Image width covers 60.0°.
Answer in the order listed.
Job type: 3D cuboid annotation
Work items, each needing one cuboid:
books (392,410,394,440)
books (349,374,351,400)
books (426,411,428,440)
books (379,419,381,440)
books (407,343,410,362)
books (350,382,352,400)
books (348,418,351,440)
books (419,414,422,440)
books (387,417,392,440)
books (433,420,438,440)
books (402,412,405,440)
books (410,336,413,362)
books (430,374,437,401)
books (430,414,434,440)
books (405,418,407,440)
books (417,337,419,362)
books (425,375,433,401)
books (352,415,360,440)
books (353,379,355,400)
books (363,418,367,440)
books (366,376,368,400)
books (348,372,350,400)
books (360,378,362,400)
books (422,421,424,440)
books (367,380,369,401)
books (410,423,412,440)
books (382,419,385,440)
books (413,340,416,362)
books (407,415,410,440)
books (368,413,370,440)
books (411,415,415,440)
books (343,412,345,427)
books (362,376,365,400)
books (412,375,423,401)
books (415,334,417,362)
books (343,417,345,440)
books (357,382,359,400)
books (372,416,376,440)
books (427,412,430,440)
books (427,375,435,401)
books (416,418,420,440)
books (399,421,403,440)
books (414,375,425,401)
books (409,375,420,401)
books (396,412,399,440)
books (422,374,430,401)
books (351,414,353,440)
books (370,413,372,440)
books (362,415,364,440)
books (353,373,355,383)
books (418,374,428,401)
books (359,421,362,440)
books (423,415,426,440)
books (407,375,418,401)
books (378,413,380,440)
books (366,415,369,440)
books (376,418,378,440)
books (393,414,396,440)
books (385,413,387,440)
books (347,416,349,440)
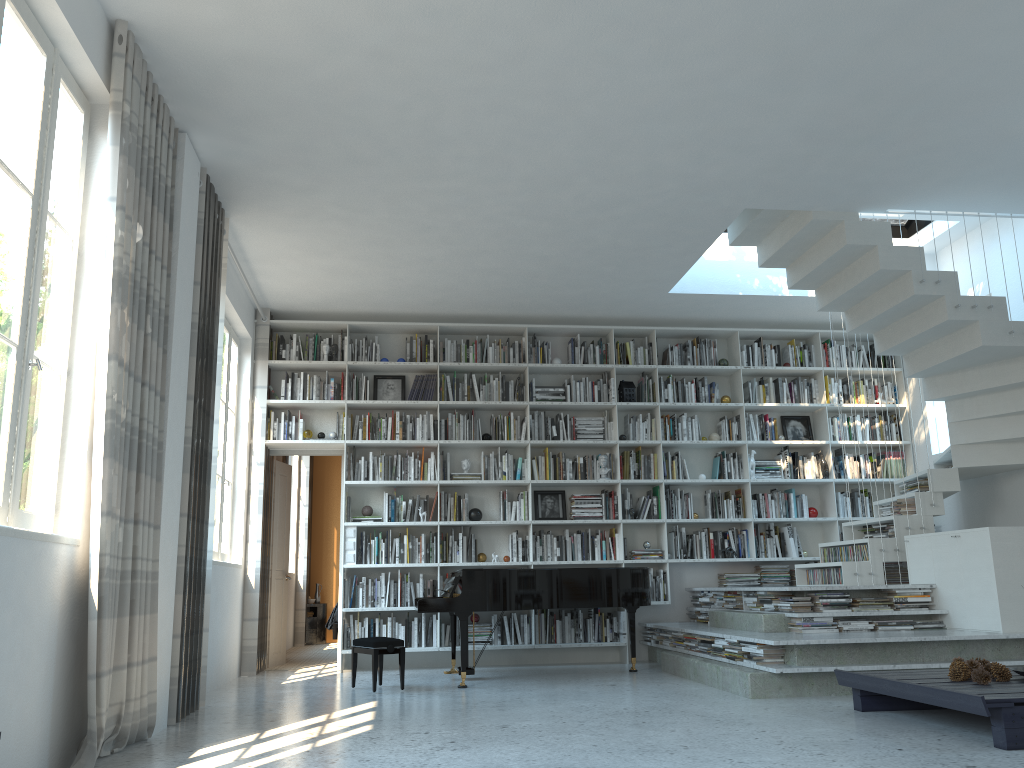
[{"bbox_3d":[-1.113,0.411,8.283,0.014,0.303,0.152,0,-13,-7],"label":"books"},{"bbox_3d":[-1.514,0.057,8.301,0.006,0.286,0.148,0,-13,-7],"label":"books"},{"bbox_3d":[-0.799,0.415,8.298,0.012,0.290,0.182,0,-13,-7],"label":"books"},{"bbox_3d":[-1.227,0.449,8.247,0.014,0.217,0.164,0,-13,-7],"label":"books"},{"bbox_3d":[-0.985,-0.263,8.441,0.028,0.218,0.153,0,-13,-7],"label":"books"},{"bbox_3d":[-1.503,0.098,8.297,0.015,0.206,0.172,0,-13,-7],"label":"books"},{"bbox_3d":[-1.501,0.441,8.221,0.022,0.232,0.151,0,-13,-7],"label":"books"},{"bbox_3d":[-0.854,0.429,8.295,0.022,0.262,0.175,0,-13,-7],"label":"books"},{"bbox_3d":[-1.143,0.442,8.269,0.047,0.237,0.163,0,-13,-7],"label":"books"},{"bbox_3d":[-0.715,0.455,8.284,0.039,0.202,0.236,0,-13,-7],"label":"books"},{"bbox_3d":[-1.012,0.420,8.293,0.025,0.285,0.161,0,-13,-7],"label":"books"},{"bbox_3d":[-0.959,-0.293,8.447,0.024,0.279,0.188,0,-13,-7],"label":"books"},{"bbox_3d":[-0.748,0.065,8.400,0.078,0.285,0.174,0,-13,-7],"label":"books"},{"bbox_3d":[-0.755,0.431,8.310,0.035,0.263,0.178,0,-13,-7],"label":"books"},{"bbox_3d":[-0.991,0.444,8.279,0.013,0.231,0.172,0,-13,-7],"label":"books"},{"bbox_3d":[-0.900,-0.292,8.465,0.013,0.282,0.167,0,-13,-7],"label":"books"},{"bbox_3d":[-0.795,0.068,8.412,0.078,0.285,0.174,0,-13,-7],"label":"books"},{"bbox_3d":[-1.448,0.431,8.237,0.062,0.257,0.153,0,-13,-7],"label":"books"},{"bbox_3d":[-1.474,0.083,8.290,0.009,0.228,0.185,0,-13,-7],"label":"books"},{"bbox_3d":[-1.365,0.442,8.233,0.030,0.229,0.172,0,-13,-7],"label":"books"},{"bbox_3d":[-1.358,0.072,8.311,0.012,0.254,0.167,0,-13,-7],"label":"books"},{"bbox_3d":[-1.527,0.051,8.290,0.005,0.292,0.184,0,-13,-7],"label":"books"},{"bbox_3d":[-1.412,0.078,8.307,0.019,0.243,0.153,0,-13,-7],"label":"books"},{"bbox_3d":[-0.838,0.460,8.303,0.013,0.206,0.172,0,-13,-7],"label":"books"},{"bbox_3d":[-1.345,0.090,8.301,0.012,0.213,0.186,0,-13,-7],"label":"books"},{"bbox_3d":[-0.947,0.470,8.292,0.022,0.185,0.137,0,-13,-7],"label":"books"},{"bbox_3d":[-1.193,0.450,8.251,0.031,0.216,0.173,0,-13,-7],"label":"books"},{"bbox_3d":[-0.933,-0.278,8.446,0.028,0.248,0.156,0,-13,-7],"label":"books"},{"bbox_3d":[-0.973,0.434,8.299,0.029,0.260,0.158,0,-13,-7],"label":"books"},{"bbox_3d":[-1.327,0.418,8.246,0.020,0.280,0.165,0,-13,-7],"label":"books"},{"bbox_3d":[-0.927,0.435,8.308,0.035,0.260,0.131,0,-13,-7],"label":"books"},{"bbox_3d":[-1.558,0.415,8.221,0.010,0.285,0.137,0,-13,-7],"label":"books"},{"bbox_3d":[-1.385,0.068,8.301,0.023,0.257,0.183,0,-13,-7],"label":"books"},{"bbox_3d":[-0.900,0.068,8.375,0.110,0.279,0.174,0,-13,-7],"label":"books"},{"bbox_3d":[-0.916,-0.307,8.481,0.014,0.320,0.137,0,-12,-7],"label":"books"},{"bbox_3d":[-1.538,0.437,8.182,0.021,0.224,0.232,0,-13,-7],"label":"books"},{"bbox_3d":[-1.441,0.097,8.325,0.012,0.214,0.132,0,-13,-7],"label":"books"},{"bbox_3d":[-1.284,0.436,8.254,0.047,0.249,0.134,0,-13,-7],"label":"books"},{"bbox_3d":[-0.784,0.418,8.312,0.022,0.288,0.169,0,-13,-7],"label":"books"},{"bbox_3d":[-0.772,0.067,8.410,0.078,0.285,0.174,0,-13,-7],"label":"books"},{"bbox_3d":[-0.880,0.445,8.288,0.030,0.230,0.172,0,-13,-7],"label":"books"},{"bbox_3d":[-1.035,0.458,8.254,0.029,0.195,0.192,0,-13,-7],"label":"books"},{"bbox_3d":[-0.880,0.072,8.395,0.110,0.279,0.174,0,-13,-7],"label":"books"},{"bbox_3d":[-0.925,0.071,8.390,0.110,0.279,0.174,0,-13,-7],"label":"books"},{"bbox_3d":[-1.066,0.415,8.263,0.030,0.285,0.185,0,-13,-7],"label":"books"},{"bbox_3d":[-0.817,0.067,8.405,0.078,0.285,0.174,0,-13,-7],"label":"books"},{"bbox_3d":[-1.483,0.424,8.218,0.012,0.262,0.180,0,-13,-7],"label":"books"},{"bbox_3d":[-1.310,0.418,8.237,0.011,0.277,0.164,0,-13,-7],"label":"books"},{"bbox_3d":[-1.386,0.427,8.238,0.010,0.262,0.151,0,-13,-7],"label":"books"},{"bbox_3d":[-1.484,0.057,8.311,0.006,0.288,0.144,0,-13,-7],"label":"books"},{"bbox_3d":[-0.848,0.065,8.380,0.097,0.282,0.174,0,-13,-7],"label":"books"},{"bbox_3d":[-1.401,0.456,8.213,0.026,0.194,0.176,0,-13,-7],"label":"books"},{"bbox_3d":[-0.821,0.433,8.321,0.024,0.265,0.155,0,-13,-7],"label":"books"},{"bbox_3d":[-0.946,0.069,8.378,0.110,0.279,0.174,0,-13,-7],"label":"books"},{"bbox_3d":[-1.242,0.423,8.263,0.012,0.276,0.151,0,-13,-7],"label":"books"},{"bbox_3d":[-1.342,0.431,8.237,0.014,0.252,0.187,0,-13,-7],"label":"books"},{"bbox_3d":[-1.255,0.446,8.261,0.012,0.230,0.150,0,-13,-7],"label":"books"},{"bbox_3d":[-1.092,0.423,8.263,0.023,0.270,0.187,0,-13,-7],"label":"books"},{"bbox_3d":[-1.173,0.424,8.264,0.014,0.272,0.181,0,-13,-7],"label":"books"},{"bbox_3d":[-1.519,0.432,8.229,0.012,0.253,0.161,0,-13,-7],"label":"books"}]
